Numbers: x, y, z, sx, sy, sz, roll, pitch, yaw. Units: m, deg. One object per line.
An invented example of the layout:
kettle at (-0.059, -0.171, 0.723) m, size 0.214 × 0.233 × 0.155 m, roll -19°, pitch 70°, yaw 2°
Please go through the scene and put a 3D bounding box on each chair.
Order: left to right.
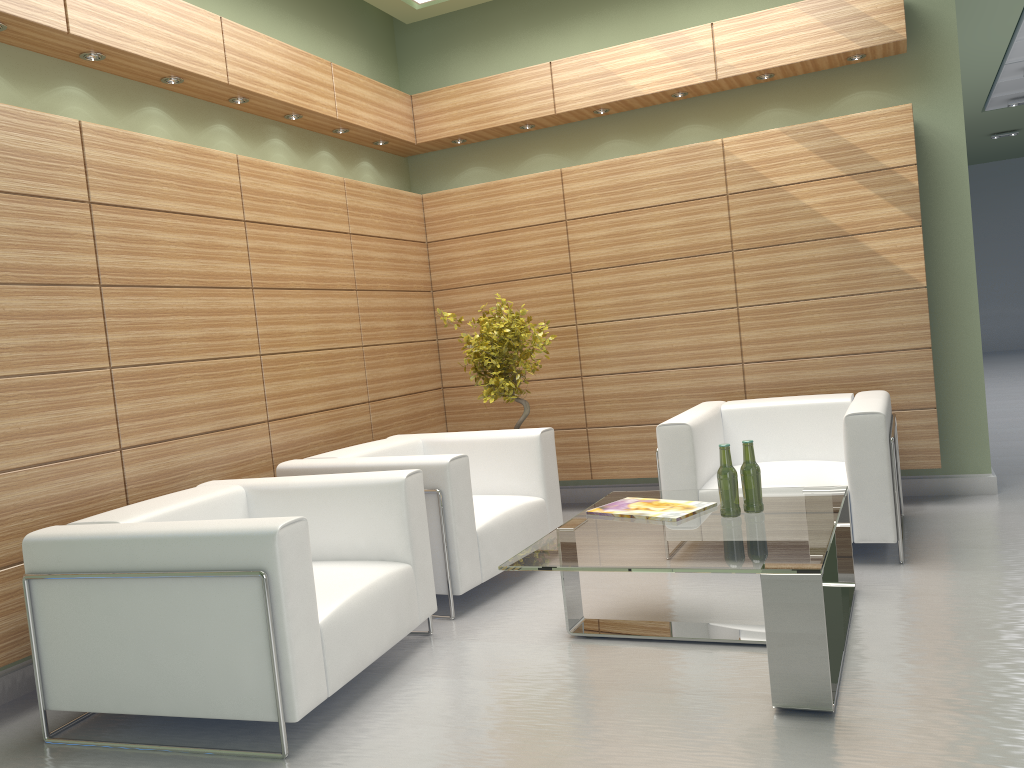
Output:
chair at (-1.678, 1.339, 5.740) m, size 1.802 × 1.234 × 1.894 m, roll -5°, pitch 3°, yaw 19°
chair at (-0.724, 1.138, 7.851) m, size 1.769 × 1.234 × 1.894 m, roll -4°, pitch 3°, yaw 29°
chair at (2.453, 0.802, 7.993) m, size 1.894 × 1.234 × 1.802 m, roll -5°, pitch 3°, yaw 24°

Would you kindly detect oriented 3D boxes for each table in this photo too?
table at (1.204, 1.260, 5.771) m, size 1.783 × 0.742 × 2.197 m, roll -5°, pitch 3°, yaw 24°

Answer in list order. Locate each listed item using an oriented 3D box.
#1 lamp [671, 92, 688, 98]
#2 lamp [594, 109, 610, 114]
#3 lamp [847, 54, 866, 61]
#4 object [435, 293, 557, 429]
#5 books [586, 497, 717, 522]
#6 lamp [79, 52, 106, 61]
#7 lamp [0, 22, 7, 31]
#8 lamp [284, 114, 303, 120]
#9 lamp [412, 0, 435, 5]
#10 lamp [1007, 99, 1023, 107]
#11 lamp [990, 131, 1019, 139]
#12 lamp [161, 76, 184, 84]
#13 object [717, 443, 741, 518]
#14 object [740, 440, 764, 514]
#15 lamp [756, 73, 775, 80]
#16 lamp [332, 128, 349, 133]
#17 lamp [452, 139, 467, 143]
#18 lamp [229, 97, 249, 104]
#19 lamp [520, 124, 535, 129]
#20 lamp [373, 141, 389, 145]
lamp at (1.813, -3.156, 9.595) m, size 0.181 × 0.074 × 0.181 m, roll -5°, pitch 3°, yaw 19°
lamp at (1.003, -3.089, 9.961) m, size 0.181 × 0.074 × 0.181 m, roll -7°, pitch 3°, yaw -15°
lamp at (3.439, -3.288, 8.862) m, size 0.181 × 0.074 × 0.181 m, roll -5°, pitch 3°, yaw 19°
object at (-0.095, 0.324, 9.289) m, size 1.201 × 2.565 × 1.116 m, roll -6°, pitch 3°, yaw -8°
books at (0.972, 0.875, 6.224) m, size 0.762 × 0.025 × 0.508 m, roll -3°, pitch 4°, yaw 44°
lamp at (-3.170, -2.498, 6.695) m, size 0.181 × 0.074 × 0.181 m, roll -6°, pitch 3°, yaw 7°
lamp at (-3.498, -2.428, 5.955) m, size 0.181 × 0.074 × 0.181 m, roll -6°, pitch 3°, yaw 7°
lamp at (-2.194, -2.706, 8.895) m, size 0.181 × 0.074 × 0.181 m, roll -6°, pitch 3°, yaw 7°
lamp at (-0.018, -4.429, 6.852) m, size 4.571 × 0.325 × 5.060 m, roll -5°, pitch 3°, yaw 24°
lamp at (11.724, -6.494, 20.305) m, size 0.657 × 0.159 × 0.286 m, roll -5°, pitch 3°, yaw 24°
lamp at (13.526, -6.879, 24.370) m, size 0.657 × 0.159 × 0.286 m, roll -5°, pitch 3°, yaw 24°
lamp at (-2.846, -2.567, 7.426) m, size 0.181 × 0.074 × 0.181 m, roll -6°, pitch 3°, yaw -4°
object at (1.402, 0.626, 5.766) m, size 0.131 × 0.475 × 0.131 m, roll -6°, pitch 3°, yaw -11°
object at (1.568, 0.606, 5.824) m, size 0.131 × 0.475 × 0.131 m, roll -6°, pitch 3°, yaw -11°
lamp at (2.634, -3.223, 9.225) m, size 0.181 × 0.074 × 0.181 m, roll -7°, pitch 3°, yaw -15°
lamp at (-1.863, -2.777, 9.642) m, size 0.181 × 0.074 × 0.181 m, roll -6°, pitch 3°, yaw -4°
lamp at (-0.641, -2.955, 10.702) m, size 0.181 × 0.074 × 0.181 m, roll -5°, pitch 3°, yaw 19°
lamp at (-2.517, -2.637, 8.167) m, size 0.181 × 0.074 × 0.181 m, roll -6°, pitch 3°, yaw 7°
lamp at (0.176, -3.022, 10.334) m, size 0.181 × 0.074 × 0.181 m, roll -5°, pitch 3°, yaw 19°
lamp at (-1.537, -2.847, 10.378) m, size 0.181 × 0.074 × 0.181 m, roll -6°, pitch 3°, yaw 7°
